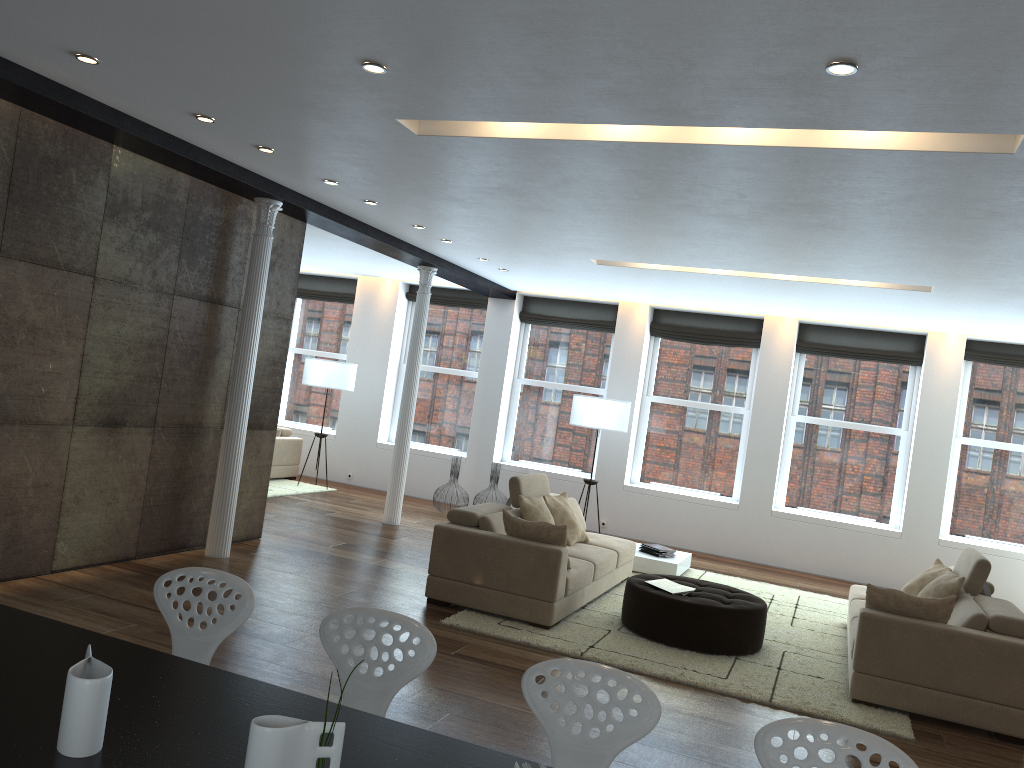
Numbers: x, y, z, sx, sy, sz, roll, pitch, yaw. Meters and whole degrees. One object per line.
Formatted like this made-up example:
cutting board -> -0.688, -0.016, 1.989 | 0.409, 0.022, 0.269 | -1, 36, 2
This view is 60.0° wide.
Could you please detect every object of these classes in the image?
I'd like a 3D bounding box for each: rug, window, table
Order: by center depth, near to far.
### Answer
table -> -0.572, 1.203, 1.753 | 3.400, 0.733, 1.200 | 8, -1, 21
rug -> 1.623, 1.945, 7.503 | 2.972, 0.020, 4.231 | 8, -1, 21
table -> 1.363, 1.835, 9.335 | 0.900, 0.170, 0.900 | 8, -1, 21
window -> 5.854, 0.767, 10.128 | 1.563, 2.400, 0.123 | 8, -1, 21
window -> 4.091, 0.525, 10.799 | 1.443, 2.400, 0.123 | 8, -1, 21
rug -> -4.842, 1.077, 11.327 | 4.231, 0.020, 2.972 | 8, -1, 21
window -> 2.383, 0.292, 11.449 | 1.442, 2.400, 0.123 | 8, -1, 21
window -> 0.681, 0.059, 12.098 | 1.432, 2.400, 0.123 | 8, -1, 21
window -> -0.999, -0.171, 12.737 | 1.391, 2.400, 0.123 | 8, -1, 21
window -> -2.916, -0.433, 13.467 | 1.345, 2.400, 0.123 | 8, -1, 21

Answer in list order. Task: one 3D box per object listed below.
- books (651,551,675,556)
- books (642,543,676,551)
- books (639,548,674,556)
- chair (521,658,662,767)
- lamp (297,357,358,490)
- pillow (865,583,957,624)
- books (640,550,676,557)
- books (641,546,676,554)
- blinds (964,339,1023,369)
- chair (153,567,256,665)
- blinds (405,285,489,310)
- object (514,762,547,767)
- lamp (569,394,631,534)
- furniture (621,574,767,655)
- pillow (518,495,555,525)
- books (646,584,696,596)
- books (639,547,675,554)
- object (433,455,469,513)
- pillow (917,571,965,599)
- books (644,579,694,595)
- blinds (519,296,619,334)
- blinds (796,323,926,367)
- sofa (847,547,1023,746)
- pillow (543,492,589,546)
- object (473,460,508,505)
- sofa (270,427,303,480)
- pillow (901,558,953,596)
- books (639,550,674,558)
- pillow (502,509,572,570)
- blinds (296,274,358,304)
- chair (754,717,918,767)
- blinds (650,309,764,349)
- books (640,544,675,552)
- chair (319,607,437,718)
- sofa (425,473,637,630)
books -> 1.520, 1.735, 9.208 | 0.220, 0.010, 0.300 | 8, -1, -19
books -> 1.526, 1.697, 9.208 | 0.220, 0.010, 0.300 | 8, -1, -29
books -> 1.498, 1.742, 9.193 | 0.220, 0.010, 0.300 | 9, -1, -34
chair -> 0.113, 1.256, 2.462 | 0.495, 0.835, 0.581 | 8, -1, 21
lamp -> -2.550, 0.542, 11.943 | 0.698, 1.728, 0.698 | 7, -1, 44
pillow -> 2.506, 1.470, 5.661 | 0.518, 0.393, 0.395 | 8, -1, 17
books -> 1.518, 1.755, 9.207 | 0.300, 0.010, 0.220 | 7, -1, 41
books -> 1.523, 1.716, 9.208 | 0.300, 0.010, 0.220 | 8, -1, 36
blinds -> 5.984, -0.295, 10.082 | 1.563, 0.275, 0.156 | 8, -1, 21
chair -> -1.219, 1.074, 2.958 | 0.495, 0.835, 0.581 | 8, -1, 21
blinds -> -0.871, -1.238, 12.691 | 1.396, 0.275, 0.156 | 8, -1, 21
object -> 0.030, 0.799, 1.625 | 0.076, 0.233, 0.161 | 8, -1, 2
lamp -> 0.962, 1.024, 10.606 | 0.698, 1.728, 0.698 | 7, -1, 44
furniture -> 1.364, 1.710, 6.672 | 1.057, 0.355, 1.057 | 8, -1, 23
pillow -> 0.238, 1.147, 7.338 | 0.301, 0.439, 0.534 | 8, -1, 24
books -> 1.175, 1.502, 6.551 | 0.300, 0.031, 0.219 | 8, -1, 36
books -> 1.501, 1.723, 9.193 | 0.220, 0.010, 0.300 | 9, -1, -44
object -> -0.751, 1.271, 11.338 | 0.458, 0.781, 0.458 | 8, -1, 20
pillow -> 2.995, 1.524, 6.289 | 0.301, 0.439, 0.534 | 8, -1, 17
books -> 1.155, 1.492, 6.536 | 0.220, 0.040, 0.301 | 9, -1, -34
blinds -> 0.795, -0.950, 12.037 | 1.431, 0.395, 0.183 | 8, -1, 21
blinds -> 4.212, -0.483, 10.753 | 1.442, 0.393, 0.156 | 8, -1, 21
sofa -> 3.052, 1.666, 6.530 | 1.021, 0.950, 2.581 | 8, -1, 21
pillow -> 0.465, 1.197, 7.918 | 0.368, 0.416, 0.519 | 8, -1, 25
object -> -0.243, 1.344, 11.376 | 0.458, 0.781, 0.458 | 8, -1, 20
sofa -> -4.319, 0.695, 12.510 | 2.581, 0.950, 1.018 | 8, -1, 21
pillow -> 3.199, 1.571, 6.877 | 0.368, 0.416, 0.519 | 8, -1, 16
books -> 1.496, 1.761, 9.193 | 0.220, 0.010, 0.300 | 9, -1, -34
pillow -> 0.191, 1.153, 6.543 | 0.518, 0.393, 0.395 | 8, -1, 24
blinds -> -2.796, -1.442, 13.421 | 1.342, 0.393, 0.156 | 8, -1, 21
chair -> 0.762, 1.345, 2.211 | 0.495, 0.835, 0.581 | 8, -1, 21
blinds -> 2.504, -0.710, 11.402 | 1.439, 0.424, 0.156 | 8, -1, 21
books -> 1.504, 1.703, 9.194 | 0.220, 0.010, 0.300 | 9, -1, -34
chair -> -0.567, 1.163, 2.731 | 0.495, 0.835, 0.581 | 8, -1, 21
sofa -> 0.321, 1.292, 7.570 | 1.021, 0.950, 2.581 | 8, -1, 21
